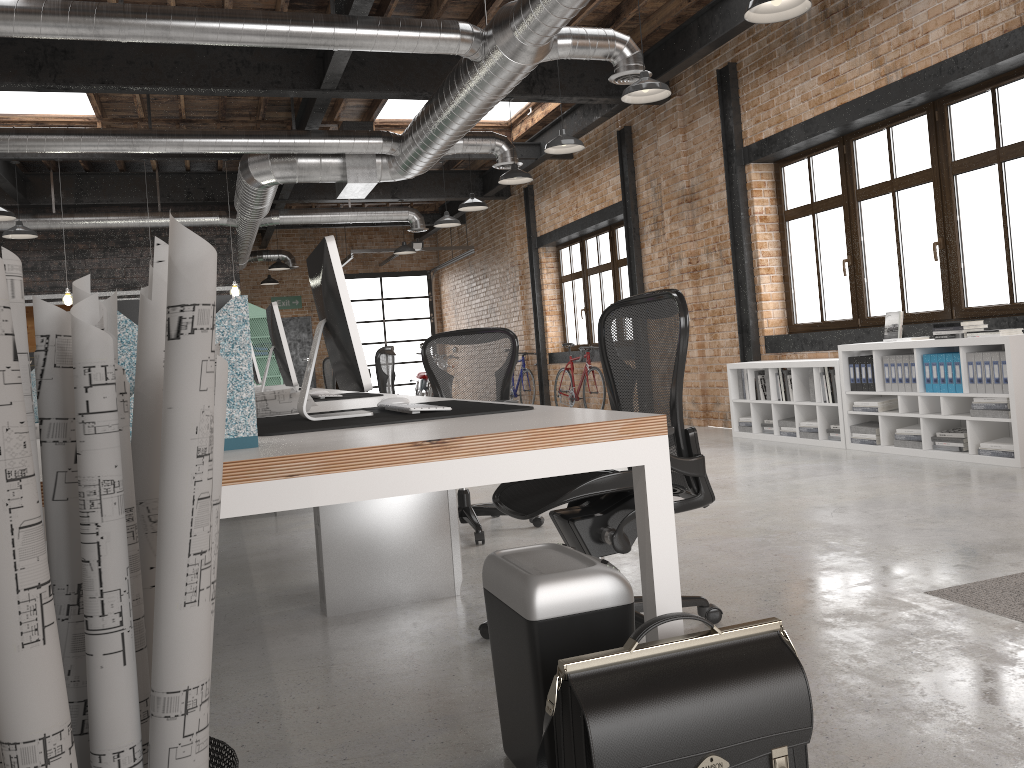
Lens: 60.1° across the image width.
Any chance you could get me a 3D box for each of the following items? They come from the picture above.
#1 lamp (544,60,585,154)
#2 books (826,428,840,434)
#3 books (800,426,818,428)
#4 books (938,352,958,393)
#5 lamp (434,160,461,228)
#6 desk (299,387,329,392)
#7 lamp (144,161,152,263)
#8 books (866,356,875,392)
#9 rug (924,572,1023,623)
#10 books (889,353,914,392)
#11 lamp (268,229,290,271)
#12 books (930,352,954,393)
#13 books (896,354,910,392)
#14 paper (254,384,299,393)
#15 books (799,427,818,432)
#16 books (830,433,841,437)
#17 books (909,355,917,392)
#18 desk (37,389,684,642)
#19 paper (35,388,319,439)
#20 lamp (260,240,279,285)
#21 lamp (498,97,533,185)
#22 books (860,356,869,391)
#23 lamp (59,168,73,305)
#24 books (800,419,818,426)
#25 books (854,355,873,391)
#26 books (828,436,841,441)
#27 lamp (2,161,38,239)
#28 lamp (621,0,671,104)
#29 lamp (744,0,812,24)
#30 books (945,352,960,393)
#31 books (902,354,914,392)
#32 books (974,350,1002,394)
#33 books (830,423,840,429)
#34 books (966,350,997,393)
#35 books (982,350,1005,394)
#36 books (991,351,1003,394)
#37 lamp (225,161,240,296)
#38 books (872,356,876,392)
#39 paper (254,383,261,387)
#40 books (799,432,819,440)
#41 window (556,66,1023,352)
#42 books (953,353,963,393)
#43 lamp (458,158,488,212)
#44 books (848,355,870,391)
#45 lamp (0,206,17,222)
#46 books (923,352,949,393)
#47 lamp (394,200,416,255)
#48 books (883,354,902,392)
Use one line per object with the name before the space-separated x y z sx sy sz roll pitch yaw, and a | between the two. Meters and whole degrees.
lamp | 0.412 -2.757 7.862 0.361 1.364 0.362 -5 -1 44
books | 2.661 0.356 6.981 0.222 0.055 0.281 -5 2 -18
books | 2.525 0.329 7.249 0.219 0.039 0.260 -5 2 -19
books | 2.977 -0.080 5.941 0.232 0.261 0.062 -5 -1 -19
lamp | -0.886 -2.521 11.713 0.362 0.857 0.361 -4 -1 -1
desk | -3.234 0.510 8.630 2.315 0.770 5.104 -5 2 -19
lamp | -4.307 -1.820 10.523 0.123 1.680 0.123 -4 -1 -21
books | 2.759 -0.084 6.598 0.232 0.261 0.062 -5 -1 -19
rug | 3.168 0.601 2.036 2.732 0.004 2.993 -5 2 -19
books | 2.840 -0.083 6.381 0.232 0.261 0.062 -5 -1 -19
lamp | -4.023 -2.624 15.120 0.362 1.339 0.361 -4 -1 -41
books | 2.956 -0.081 6.002 0.232 0.261 0.062 -5 -1 -19
books | 2.861 -0.083 6.320 0.232 0.261 0.062 -5 -1 -19
paper | -1.775 0.082 5.031 1.136 0.082 0.083 -5 1 -24
books | 2.522 0.356 7.254 0.207 0.067 0.275 -5 2 -19
books | 2.644 0.386 6.961 0.164 0.047 0.239 -5 2 -18
books | 2.903 -0.083 6.197 0.232 0.261 0.062 -5 -1 -19
desk | -1.579 0.531 3.791 2.315 0.770 5.104 -5 2 -19
paper | -1.282 0.100 3.271 0.977 0.105 1.074 -5 2 -21
lamp | -4.821 -2.635 17.455 0.362 1.339 0.361 -4 -1 -41
lamp | 0.004 -2.510 9.107 0.362 0.857 0.362 -5 -1 4
books | 2.739 -0.084 6.660 0.232 0.261 0.062 -5 -1 -19
lamp | -5.175 -1.743 10.223 0.123 1.680 0.123 -4 -1 -21
books | 2.524 0.311 7.245 0.215 0.052 0.252 -5 2 -19
books | 2.718 -0.084 6.721 0.232 0.261 0.062 -5 -1 -19
books | 2.649 0.415 6.976 0.184 0.049 0.261 -5 2 -18
lamp | -5.624 -2.101 10.077 0.362 0.857 0.361 -4 -1 -1
lamp | 0.933 -2.498 6.391 0.362 0.857 0.361 -4 -1 -1
lamp | 1.418 -2.744 4.920 0.362 1.364 0.361 -4 -1 -1
books | 2.998 -0.080 5.880 0.232 0.261 0.062 -5 -1 -19
books | 2.882 -0.083 6.259 0.232 0.261 0.062 -5 -1 -19
books | 3.074 -0.079 5.658 0.232 0.261 0.062 -5 -1 -19
books | 2.662 0.324 6.957 0.199 0.055 0.239 -5 2 -18
books | 3.054 -0.079 5.718 0.232 0.261 0.062 -5 -1 -19
books | 3.095 -0.079 5.596 0.232 0.261 0.062 -5 -1 -19
books | 3.116 -0.079 5.535 0.232 0.261 0.062 -5 -1 -19
lamp | -3.439 -1.897 10.823 0.124 1.680 0.123 -4 -1 -21
books | 2.780 -0.084 6.537 0.232 0.261 0.062 -5 -1 -19
paper | -2.459 0.099 6.266 1.073 0.105 0.977 -3 2 35
books | 2.529 0.406 7.263 0.217 0.072 0.289 -5 2 -19
window | 2.136 -1.308 9.719 0.147 1.692 8.624 -4 1 -19
books | 3.019 -0.080 5.818 0.232 0.261 0.062 -5 -1 -19
lamp | -0.517 -2.769 10.578 0.362 1.364 0.361 -4 -1 -11
books | 2.697 -0.085 6.781 0.232 0.261 0.062 -5 -1 -19
lamp | -5.254 -2.348 8.943 0.362 1.364 0.361 -4 -1 -11
books | 2.936 -0.081 6.062 0.232 0.261 0.062 -5 -1 -19
lamp | -1.755 -2.533 14.252 0.362 0.857 0.361 -4 -1 -41
books | 2.820 -0.084 6.441 0.232 0.261 0.062 -5 -1 -19
